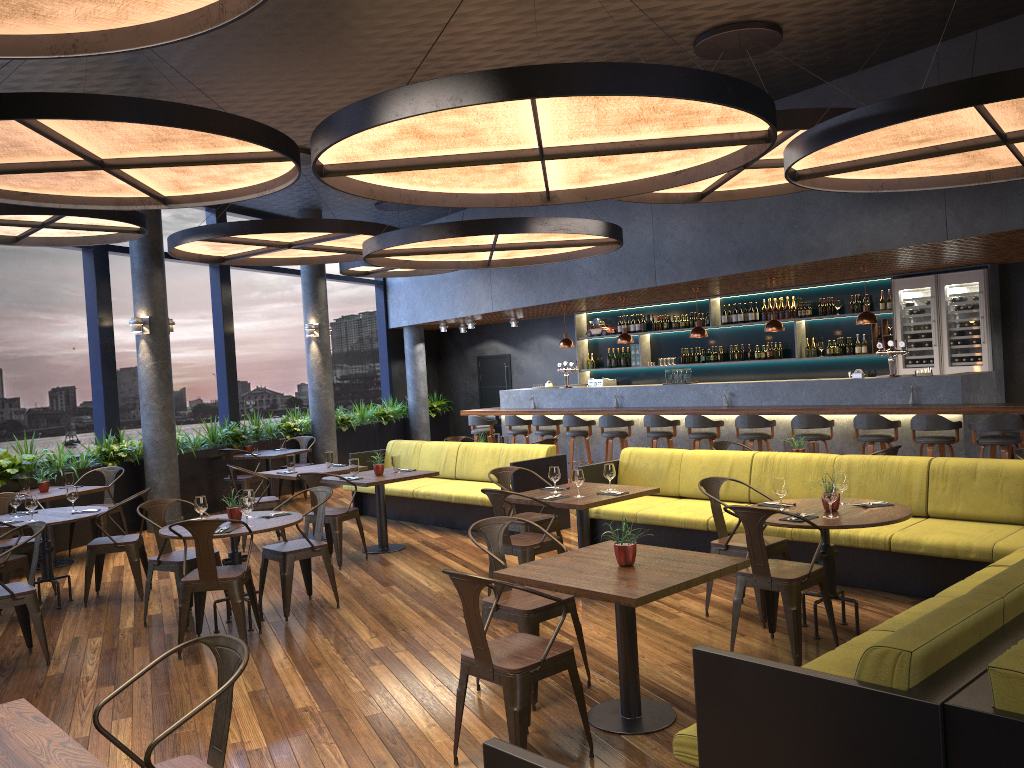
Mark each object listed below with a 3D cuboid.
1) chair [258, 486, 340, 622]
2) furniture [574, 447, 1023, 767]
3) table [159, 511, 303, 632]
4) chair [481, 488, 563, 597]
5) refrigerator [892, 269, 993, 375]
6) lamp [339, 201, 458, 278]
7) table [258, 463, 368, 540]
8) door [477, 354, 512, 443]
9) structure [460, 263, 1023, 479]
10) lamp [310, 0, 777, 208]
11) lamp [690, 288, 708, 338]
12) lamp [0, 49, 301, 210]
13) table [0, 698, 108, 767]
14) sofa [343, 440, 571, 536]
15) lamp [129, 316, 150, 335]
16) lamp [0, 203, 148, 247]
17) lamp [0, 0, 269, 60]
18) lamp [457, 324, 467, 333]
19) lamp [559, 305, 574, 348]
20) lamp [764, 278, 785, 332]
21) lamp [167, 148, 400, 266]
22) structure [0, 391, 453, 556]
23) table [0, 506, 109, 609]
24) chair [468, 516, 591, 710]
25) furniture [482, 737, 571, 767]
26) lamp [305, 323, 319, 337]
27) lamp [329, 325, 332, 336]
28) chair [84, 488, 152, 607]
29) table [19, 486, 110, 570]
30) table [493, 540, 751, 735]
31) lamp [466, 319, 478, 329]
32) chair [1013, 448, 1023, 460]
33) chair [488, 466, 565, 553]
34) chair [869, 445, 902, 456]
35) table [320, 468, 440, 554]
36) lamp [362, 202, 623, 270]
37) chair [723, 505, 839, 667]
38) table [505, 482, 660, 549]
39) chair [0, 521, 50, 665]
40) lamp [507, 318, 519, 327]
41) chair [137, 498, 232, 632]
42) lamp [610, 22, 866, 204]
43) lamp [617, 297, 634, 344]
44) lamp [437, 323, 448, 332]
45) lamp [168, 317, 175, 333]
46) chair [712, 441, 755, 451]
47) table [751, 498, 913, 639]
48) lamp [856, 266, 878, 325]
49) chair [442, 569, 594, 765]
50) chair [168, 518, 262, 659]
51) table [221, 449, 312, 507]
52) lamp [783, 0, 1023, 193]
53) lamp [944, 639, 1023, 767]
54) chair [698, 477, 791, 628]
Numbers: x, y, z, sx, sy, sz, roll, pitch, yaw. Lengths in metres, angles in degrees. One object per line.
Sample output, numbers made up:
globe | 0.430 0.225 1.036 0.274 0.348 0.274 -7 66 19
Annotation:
chair | -1.643 1.285 6.862 0.541 0.917 0.504 -4 1 -43
furniture | 2.298 1.092 4.658 7.462 0.914 4.895 -3 1 42
table | -2.022 1.394 6.501 1.007 0.760 1.007 -3 1 35
chair | 0.079 1.188 6.500 0.541 0.917 0.504 -4 1 -43
refrigerator | 5.616 -0.360 11.459 0.454 2.109 1.159 -4 1 -43
lamp | -1.791 -2.364 14.209 1.979 1.093 1.979 -3 1 11
table | -2.227 1.343 9.985 0.906 0.763 0.887 -4 1 -43
door | -0.310 0.429 18.209 0.137 2.056 1.012 -4 1 -43
structure | 3.269 -0.002 12.329 2.700 2.700 9.298 -4 1 -43
lamp | 0.143 -2.084 5.454 2.778 1.475 2.778 -3 1 6
lamp | 2.530 -0.973 12.104 0.250 0.673 0.250 -4 1 -10
lamp | -2.978 -2.090 6.375 2.778 1.159 2.778 -3 1 24
table | -1.632 1.446 2.352 0.887 0.763 0.906 -4 1 -43
sofa | -0.783 1.172 10.408 0.966 0.914 3.061 -4 1 -43
lamp | -4.586 -0.716 10.844 0.215 0.215 0.189 -3 1 14
lamp | -4.800 -2.088 9.014 1.979 1.093 1.979 -3 1 11
lamp | -2.100 -2.077 2.749 2.778 1.159 2.778 -3 1 37
lamp | -0.990 -1.128 17.897 0.228 0.172 0.228 -4 1 -43
lamp | 0.837 -0.904 13.930 0.250 0.673 0.250 -3 1 35
lamp | 3.314 -1.005 11.259 0.250 0.673 0.250 -4 1 -10
lamp | -2.712 -2.186 10.724 2.778 1.159 2.778 -4 1 -7
structure | -4.347 1.104 12.230 0.808 1.413 17.112 -3 1 22
table | -3.928 1.491 7.484 1.007 0.760 1.007 -3 1 40
chair | 0.067 1.218 4.897 0.504 0.917 0.541 -4 1 -43
furniture | -2.245 1.409 2.265 3.372 0.914 4.503 -4 1 -43
lamp | -3.216 -0.859 14.147 0.215 0.215 0.189 -3 1 8
lamp | -3.065 -0.878 14.690 0.215 0.215 0.189 -3 1 26
chair | -3.356 1.375 7.603 0.541 0.917 0.504 -4 1 -13
table | -4.875 1.515 9.286 0.887 0.763 0.906 -3 1 21
table | 0.561 1.277 4.392 0.887 0.763 0.906 -4 1 -43
lamp | -0.762 -1.115 16.462 0.228 0.172 0.228 -4 1 -43
chair | 4.068 0.946 6.598 0.504 0.917 0.541 -4 1 -43
chair | 0.107 1.169 7.481 0.504 0.917 0.541 -4 1 -43
chair | 3.091 0.985 7.673 0.504 0.917 0.541 -4 1 -43
table | -1.345 1.307 9.036 0.887 0.763 0.906 -4 1 -43
lamp | -0.243 -2.135 9.542 2.778 1.475 2.778 -3 1 12
chair | 1.540 1.125 5.151 0.541 0.917 0.504 -4 1 -43
table | 0.550 1.230 6.971 0.906 0.763 0.887 -4 1 -43
chair | -3.352 1.407 5.857 0.541 0.917 0.504 -4 1 -43
lamp | 0.037 -1.169 16.790 0.228 0.172 0.228 -4 1 -43
chair | -2.511 1.340 6.727 0.541 0.917 0.504 -3 1 29
lamp | 1.989 -2.414 7.695 2.778 1.159 2.778 -3 1 7
lamp | 1.648 -0.937 13.056 0.250 0.673 0.250 -4 1 -10
lamp | -1.317 -1.093 17.085 0.228 0.172 0.228 -4 1 -43
lamp | -4.414 -0.736 11.380 0.215 0.215 0.189 -3 1 23
chair | 2.245 1.019 8.586 0.504 0.917 0.541 -4 1 -43
table | 1.979 1.170 5.561 1.007 0.760 1.007 -4 1 -5
lamp | 4.136 -1.038 10.373 0.250 0.673 0.250 -4 1 -10
chair | -0.002 1.240 3.949 0.541 0.917 0.504 -4 1 -43
chair | -1.996 1.323 5.975 0.504 0.917 0.541 -4 1 -4
table | -3.484 1.369 12.728 0.887 0.763 0.906 -3 1 21
lamp | 3.195 -2.274 5.804 2.778 1.475 2.778 -4 1 -39
lamp | 5.464 0.005 4.349 9.057 2.714 3.017 -4 1 -43
chair | 1.578 1.106 6.033 0.504 0.917 0.541 -4 1 -43
